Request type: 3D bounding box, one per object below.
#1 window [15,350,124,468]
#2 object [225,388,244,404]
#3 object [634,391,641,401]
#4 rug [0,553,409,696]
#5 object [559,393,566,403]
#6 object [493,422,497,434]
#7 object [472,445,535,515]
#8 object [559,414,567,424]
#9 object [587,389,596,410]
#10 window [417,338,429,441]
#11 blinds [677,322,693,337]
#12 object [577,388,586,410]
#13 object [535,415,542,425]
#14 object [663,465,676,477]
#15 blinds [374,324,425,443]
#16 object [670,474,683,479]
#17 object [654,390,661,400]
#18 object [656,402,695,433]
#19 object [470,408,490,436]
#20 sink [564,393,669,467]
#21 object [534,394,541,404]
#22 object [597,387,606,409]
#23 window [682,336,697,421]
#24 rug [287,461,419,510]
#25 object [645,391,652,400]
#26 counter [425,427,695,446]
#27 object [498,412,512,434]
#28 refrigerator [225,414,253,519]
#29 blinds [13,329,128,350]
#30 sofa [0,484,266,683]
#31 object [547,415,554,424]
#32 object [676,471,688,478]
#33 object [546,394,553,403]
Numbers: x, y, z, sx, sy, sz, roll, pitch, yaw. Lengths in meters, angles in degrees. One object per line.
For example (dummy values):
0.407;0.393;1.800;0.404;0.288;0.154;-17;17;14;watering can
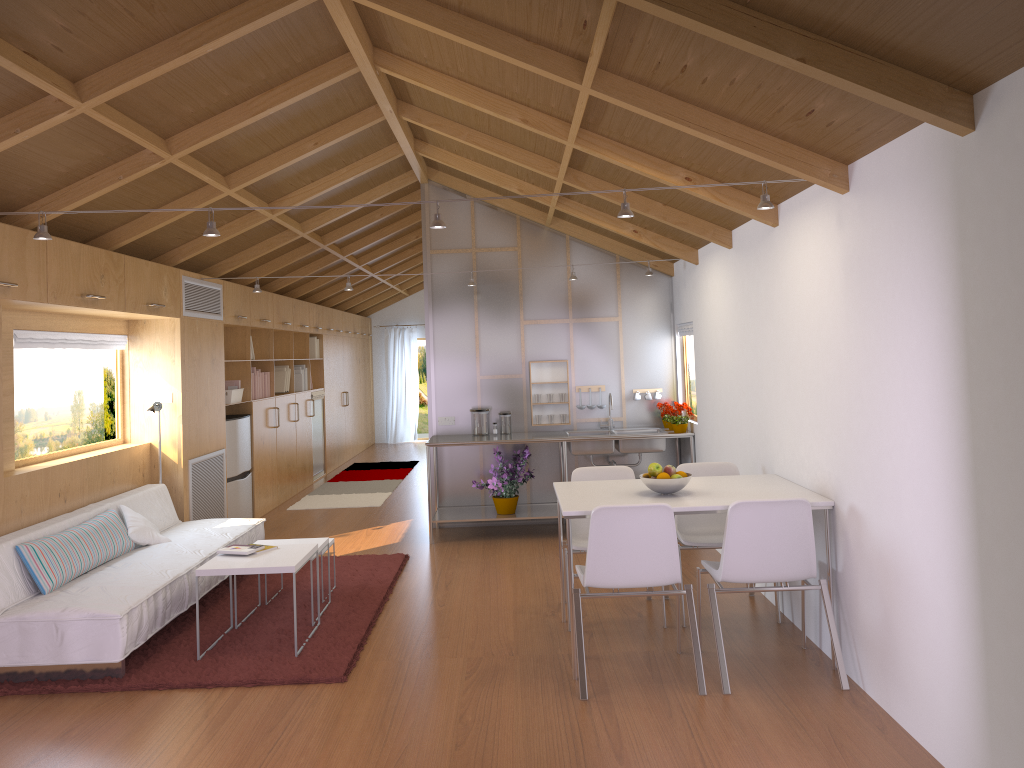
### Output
-2.860;0.063;5.713;0.035;0.792;1.494;-2;1;0;window
-2.519;0.110;7.816;0.203;0.123;0.349;-2;1;0;object
1.068;0.100;7.524;0.059;0.080;0.062;-2;-1;0;object
-1.701;1.336;5.218;1.885;0.020;2.477;-2;2;0;rug
0.427;0.118;7.503;0.061;0.077;0.061;-2;-1;-26;object
-0.141;0.367;7.343;0.037;0.093;0.037;-3;-2;15;object
-0.053;0.764;7.088;0.525;0.554;0.350;-2;-1;-9;object
0.434;0.296;7.495;0.061;0.077;0.061;-2;-1;-26;object
0.673;0.125;7.502;0.074;0.183;0.074;-3;-2;32;object
-1.486;0.083;15.435;0.874;1.792;0.025;-2;-3;0;window
1.423;-0.445;7.183;0.047;0.111;0.724;-2;2;0;blinds
0.587;0.128;7.501;0.074;0.183;0.074;-3;-2;32;object
0.227;0.304;7.494;0.061;0.077;0.061;-2;-1;12;object
0.764;0.426;4.289;0.063;0.067;0.061;-3;-1;38;object
-0.933;-0.049;15.278;2.847;2.043;0.232;-2;-3;-1;blinds
0.790;0.467;4.242;0.070;0.069;0.077;-2;0;0;object
1.240;0.094;7.525;0.059;0.080;0.062;-2;-1;0;object
1.323;0.265;7.207;0.233;0.235;0.687;-2;1;1;object
-0.265;0.318;7.422;0.172;0.216;0.172;-2;-1;14;object
0.841;0.397;7.244;0.810;0.642;0.562;-2;-1;0;sink
0.220;0.126;7.503;0.061;0.077;0.061;-2;-1;12;object
0.758;0.122;7.502;0.074;0.183;0.074;-3;-2;32;object
1.477;-0.101;7.167;0.026;0.797;0.723;-2;-1;0;window
-1.761;1.164;10.561;0.916;0.011;3.717;-2;2;0;rug
1.162;0.098;7.519;0.059;0.081;0.062;-2;-1;7;object
0.374;0.422;7.216;2.109;0.021;0.649;-2;2;0;counter
-0.055;0.331;7.441;0.113;0.177;0.113;-3;-1;21;object
-2.479;0.787;7.797;0.262;0.990;0.712;-2;-1;0;refrigerator
-2.822;-0.280;5.729;0.047;0.111;1.495;-2;2;0;blinds
-2.168;1.044;5.122;0.862;0.630;2.351;-2;2;0;sofa
0.330;0.300;7.495;0.061;0.077;0.061;-2;-1;-26;object
0.822;0.458;4.304;0.067;0.066;0.068;-2;0;44;object
0.324;0.122;7.503;0.061;0.077;0.061;-2;-1;-26;object
